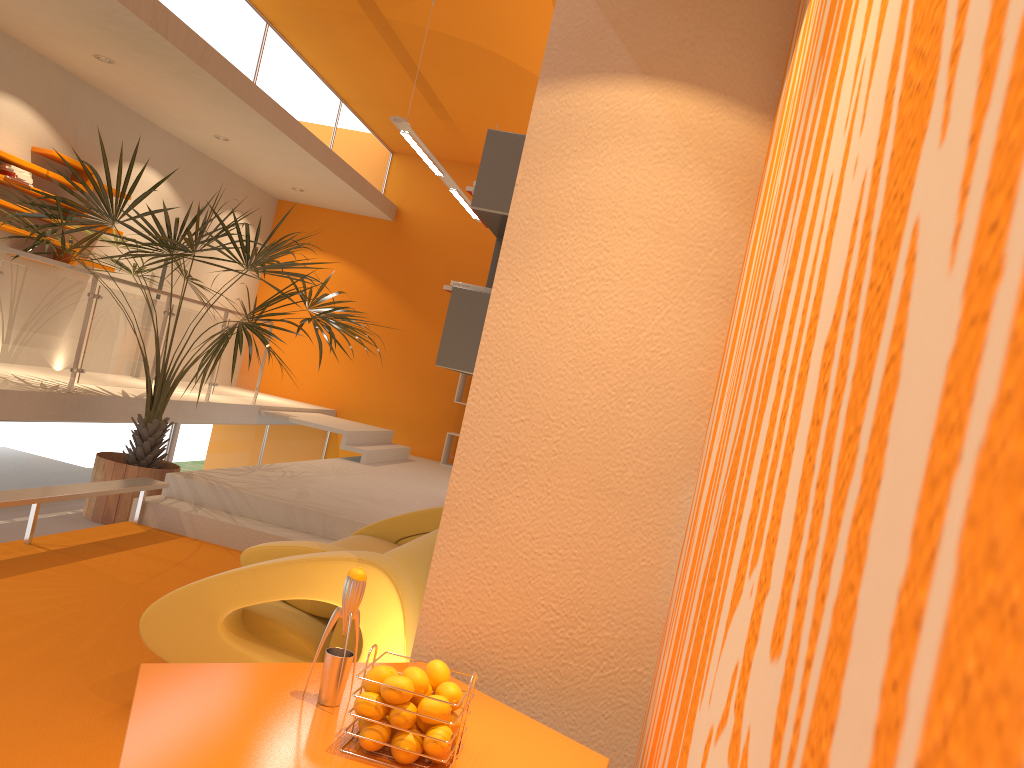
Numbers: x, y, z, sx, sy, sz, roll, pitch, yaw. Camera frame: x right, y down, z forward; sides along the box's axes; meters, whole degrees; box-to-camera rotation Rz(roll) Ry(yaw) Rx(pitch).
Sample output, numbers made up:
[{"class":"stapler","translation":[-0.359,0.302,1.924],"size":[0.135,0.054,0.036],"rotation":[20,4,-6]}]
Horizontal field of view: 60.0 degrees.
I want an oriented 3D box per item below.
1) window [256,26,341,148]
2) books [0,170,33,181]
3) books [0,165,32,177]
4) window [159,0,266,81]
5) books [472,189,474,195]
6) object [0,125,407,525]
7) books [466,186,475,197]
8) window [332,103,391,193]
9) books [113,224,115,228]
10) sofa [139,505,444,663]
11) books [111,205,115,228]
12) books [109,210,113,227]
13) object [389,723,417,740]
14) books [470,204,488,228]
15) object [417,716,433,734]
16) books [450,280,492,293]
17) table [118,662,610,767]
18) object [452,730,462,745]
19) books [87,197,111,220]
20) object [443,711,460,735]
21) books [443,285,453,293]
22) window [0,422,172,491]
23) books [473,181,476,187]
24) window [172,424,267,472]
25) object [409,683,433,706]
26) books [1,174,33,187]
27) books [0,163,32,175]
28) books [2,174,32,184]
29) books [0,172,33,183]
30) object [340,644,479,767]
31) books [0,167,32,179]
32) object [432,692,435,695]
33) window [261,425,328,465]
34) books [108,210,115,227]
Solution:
[{"class":"window","translation":[-2.133,-2.884,8.951],"size":[0.006,0.660,1.869],"rotation":[12,-1,10]},{"class":"books","translation":[-4.032,-1.685,7.135],"size":[0.254,0.015,0.190],"rotation":[12,-1,11]},{"class":"books","translation":[-4.033,-1.718,7.119],"size":[0.190,0.015,0.254],"rotation":[12,-1,16]},{"class":"window","translation":[-2.511,-3.005,6.613],"size":[0.006,0.660,2.794],"rotation":[12,-1,10]},{"class":"books","translation":[-0.013,-0.625,3.109],"size":[0.230,0.017,0.226],"rotation":[12,-1,5]},{"class":"object","translation":[-2.375,-0.260,6.621],"size":[3.098,2.600,3.241],"rotation":[12,-1,18]},{"class":"books","translation":[-0.014,-0.642,3.112],"size":[0.254,0.015,0.190],"rotation":[12,-1,16]},{"class":"window","translation":[-1.828,-2.787,10.829],"size":[0.006,0.660,1.860],"rotation":[12,-1,10]},{"class":"books","translation":[-3.858,-1.579,8.403],"size":[0.230,0.169,0.023],"rotation":[12,-1,10]},{"class":"sofa","translation":[-0.608,0.896,3.851],"size":[0.929,0.706,2.081],"rotation":[12,-1,10]},{"class":"books","translation":[-3.844,-1.597,8.371],"size":[0.207,0.210,0.021],"rotation":[12,-1,10]},{"class":"books","translation":[-3.861,-1.581,8.320],"size":[0.230,0.169,0.027],"rotation":[12,-1,10]},{"class":"object","translation":[-0.206,0.657,1.674],"size":[0.057,0.060,0.052],"rotation":[13,-1,-40]},{"class":"books","translation":[-0.016,-0.568,3.110],"size":[0.210,0.013,0.297],"rotation":[12,-1,10]},{"class":"object","translation":[-0.155,0.635,1.682],"size":[0.051,0.053,0.062],"rotation":[13,-1,-37]},{"class":"books","translation":[-0.081,-0.314,3.111],"size":[0.226,0.017,0.230],"rotation":[12,-1,10]},{"class":"table","translation":[-0.503,1.006,0.954],"size":[0.969,0.760,2.573],"rotation":[12,-1,10]},{"class":"object","translation":[-0.125,0.683,1.742],"size":[0.053,0.052,0.062],"rotation":[13,-1,-6]},{"class":"books","translation":[-3.863,-1.612,8.281],"size":[0.230,0.227,0.017],"rotation":[12,-1,10]},{"class":"object","translation":[-0.126,0.645,1.685],"size":[0.051,0.055,0.061],"rotation":[12,-1,24]},{"class":"books","translation":[-0.091,-0.300,3.099],"size":[0.254,0.015,0.190],"rotation":[12,-1,16]},{"class":"window","translation":[-2.224,0.399,8.387],"size":[0.908,1.393,6.719],"rotation":[12,-1,29]},{"class":"books","translation":[-0.004,-0.656,3.124],"size":[0.226,0.017,0.230],"rotation":[12,-1,10]},{"class":"window","translation":[-2.323,2.036,9.866],"size":[0.993,4.599,4.234],"rotation":[12,-1,42]},{"class":"object","translation":[-0.184,0.599,1.726],"size":[0.061,0.051,0.055],"rotation":[12,-1,39]},{"class":"books","translation":[-4.049,-1.647,7.138],"size":[0.210,0.013,0.297],"rotation":[12,-1,10]},{"class":"books","translation":[-4.041,-1.736,7.126],"size":[0.230,0.017,0.226],"rotation":[12,-1,10]},{"class":"books","translation":[-4.041,-1.658,7.131],"size":[0.268,0.011,0.190],"rotation":[12,-1,11]},{"class":"books","translation":[-4.029,-1.669,7.131],"size":[0.254,0.015,0.190],"rotation":[12,-1,6]},{"class":"object","translation":[-0.187,0.609,1.691],"size":[0.207,0.174,0.189],"rotation":[12,-1,10]},{"class":"books","translation":[-4.034,-1.702,7.123],"size":[0.227,0.017,0.230],"rotation":[12,-1,5]},{"class":"object","translation":[-0.139,0.628,1.743],"size":[0.053,0.054,0.061],"rotation":[12,-1,1]},{"class":"window","translation":[-1.777,2.205,10.562],"size":[2.294,4.526,1.860],"rotation":[12,-1,10]},{"class":"books","translation":[-3.864,-1.581,8.349],"size":[0.230,0.169,0.027],"rotation":[12,-1,10]}]
